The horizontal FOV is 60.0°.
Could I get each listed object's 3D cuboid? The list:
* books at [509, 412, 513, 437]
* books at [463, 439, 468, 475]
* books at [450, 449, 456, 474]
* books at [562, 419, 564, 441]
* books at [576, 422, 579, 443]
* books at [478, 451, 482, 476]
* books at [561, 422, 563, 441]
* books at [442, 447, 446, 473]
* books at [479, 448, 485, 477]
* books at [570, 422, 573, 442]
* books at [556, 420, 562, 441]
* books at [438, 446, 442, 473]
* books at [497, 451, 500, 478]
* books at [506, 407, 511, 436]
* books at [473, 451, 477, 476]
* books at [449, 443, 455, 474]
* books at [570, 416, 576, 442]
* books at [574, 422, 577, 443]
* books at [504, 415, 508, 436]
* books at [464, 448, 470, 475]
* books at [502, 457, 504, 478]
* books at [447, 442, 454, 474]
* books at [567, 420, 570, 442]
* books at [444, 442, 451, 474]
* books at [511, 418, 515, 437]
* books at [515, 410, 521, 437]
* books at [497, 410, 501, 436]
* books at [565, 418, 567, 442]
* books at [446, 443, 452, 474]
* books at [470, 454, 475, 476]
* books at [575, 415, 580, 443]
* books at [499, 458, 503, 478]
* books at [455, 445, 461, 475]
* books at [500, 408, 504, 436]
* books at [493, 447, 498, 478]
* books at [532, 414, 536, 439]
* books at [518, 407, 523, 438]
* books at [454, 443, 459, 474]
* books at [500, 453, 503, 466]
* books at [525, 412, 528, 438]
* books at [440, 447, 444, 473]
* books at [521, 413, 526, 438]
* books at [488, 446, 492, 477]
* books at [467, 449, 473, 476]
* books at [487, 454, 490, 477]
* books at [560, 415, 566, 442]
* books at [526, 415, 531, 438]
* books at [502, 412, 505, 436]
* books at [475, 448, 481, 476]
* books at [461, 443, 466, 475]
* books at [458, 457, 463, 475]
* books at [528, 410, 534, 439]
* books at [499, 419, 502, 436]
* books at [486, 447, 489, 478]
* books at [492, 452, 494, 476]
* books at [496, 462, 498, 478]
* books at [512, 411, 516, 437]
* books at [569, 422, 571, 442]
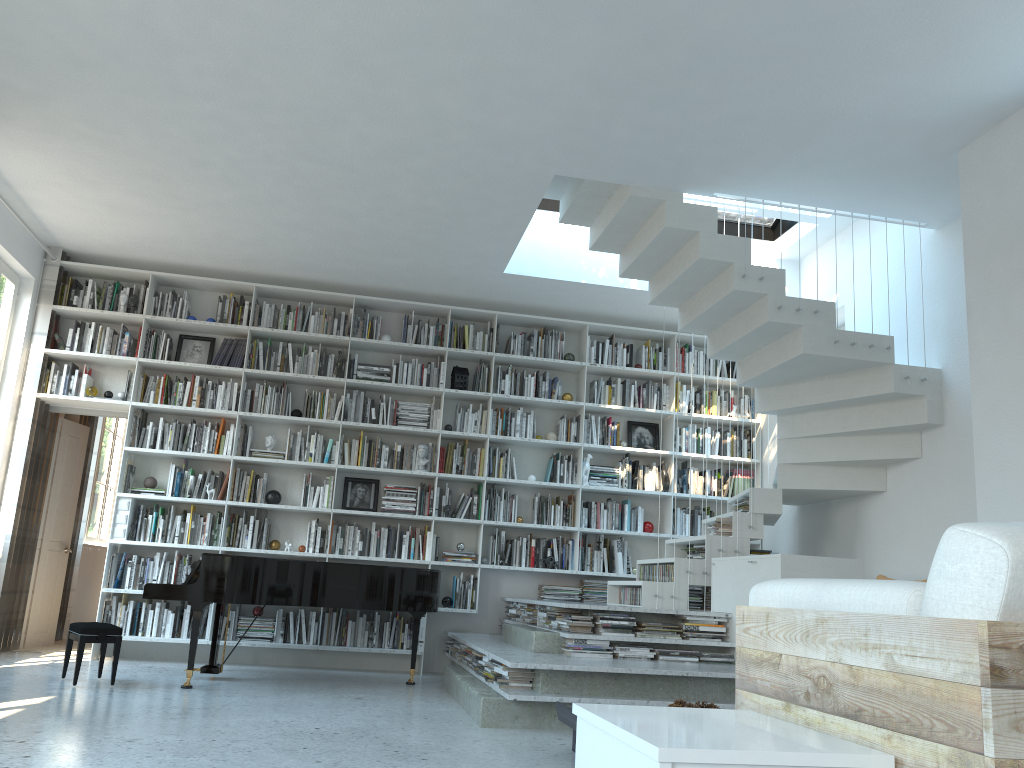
[{"bbox_3d":[-0.026,0.385,7.906,0.022,0.237,0.164,6,-13,-10],"label":"books"},{"bbox_3d":[-0.421,0.658,7.781,0.021,0.337,0.169,6,-13,-10],"label":"books"},{"bbox_3d":[-0.517,0.699,7.752,0.015,0.231,0.180,6,-13,-10],"label":"books"},{"bbox_3d":[0.440,0.439,8.001,0.012,0.231,0.154,6,-13,-10],"label":"books"},{"bbox_3d":[0.575,0.463,8.009,0.012,0.205,0.169,6,-13,-10],"label":"books"},{"bbox_3d":[-0.296,0.719,7.809,0.019,0.247,0.149,6,-13,-10],"label":"books"},{"bbox_3d":[0.431,0.452,7.999,0.005,0.204,0.154,6,-13,-10],"label":"books"},{"bbox_3d":[-0.607,0.688,7.762,0.013,0.246,0.177,6,-13,-10],"label":"books"},{"bbox_3d":[-0.275,0.710,7.812,0.033,0.268,0.142,6,-13,-10],"label":"books"},{"bbox_3d":[0.522,0.461,8.006,0.013,0.201,0.174,6,-13,-10],"label":"books"},{"bbox_3d":[0.420,0.444,8.002,0.015,0.220,0.140,6,-13,-10],"label":"books"},{"bbox_3d":[-0.636,0.679,7.748,0.015,0.254,0.151,6,-13,-10],"label":"books"},{"bbox_3d":[-0.130,0.729,7.829,0.013,0.255,0.145,6,-13,-10],"label":"books"},{"bbox_3d":[-0.042,0.361,7.902,0.014,0.279,0.178,6,-13,-10],"label":"books"},{"bbox_3d":[-0.336,0.716,7.791,0.028,0.239,0.145,6,-13,-10],"label":"books"},{"bbox_3d":[-0.536,0.670,7.764,0.035,0.292,0.145,6,-13,-10],"label":"books"},{"bbox_3d":[0.540,0.434,8.005,0.016,0.256,0.176,6,-13,-10],"label":"books"},{"bbox_3d":[0.552,0.460,8.001,0.013,0.204,0.174,6,-13,-10],"label":"books"},{"bbox_3d":[-0.067,0.395,7.910,0.026,0.215,0.161,6,-13,-10],"label":"books"},{"bbox_3d":[-0.407,0.702,7.778,0.033,0.252,0.175,6,-13,-10],"label":"books"},{"bbox_3d":[-0.093,0.755,7.826,0.014,0.208,0.157,6,-13,-10],"label":"books"},{"bbox_3d":[-0.546,0.665,7.747,0.035,0.292,0.145,6,-13,-10],"label":"books"},{"bbox_3d":[0.495,0.447,8.011,0.016,0.227,0.160,6,-13,-10],"label":"books"},{"bbox_3d":[-0.571,0.664,7.747,0.035,0.292,0.145,6,-13,-10],"label":"books"},{"bbox_3d":[-0.006,0.411,7.914,0.025,0.193,0.171,6,-13,-10],"label":"books"},{"bbox_3d":[0.037,0.377,7.910,0.030,0.262,0.182,6,-13,-10],"label":"books"},{"bbox_3d":[-0.131,0.370,7.892,0.014,0.247,0.177,6,-13,-10],"label":"books"},{"bbox_3d":[0.469,0.436,8.006,0.016,0.243,0.152,6,-13,-10],"label":"books"},{"bbox_3d":[-0.561,0.667,7.759,0.035,0.292,0.145,6,-13,-10],"label":"books"},{"bbox_3d":[-0.358,0.727,7.765,0.034,0.204,0.181,6,-13,-10],"label":"books"},{"bbox_3d":[0.587,0.427,8.012,0.005,0.277,0.183,6,-13,-10],"label":"books"},{"bbox_3d":[-0.111,0.755,7.795,0.017,0.191,0.192,6,-13,-10],"label":"books"},{"bbox_3d":[-0.483,0.685,7.782,0.035,0.277,0.139,6,-13,-10],"label":"books"},{"bbox_3d":[-0.100,0.362,7.929,0.014,0.283,0.135,6,-13,-10],"label":"books"},{"bbox_3d":[-0.151,0.709,7.799,0.013,0.278,0.192,6,-13,-10],"label":"books"},{"bbox_3d":[0.191,0.404,7.964,0.034,0.253,0.161,6,-13,-10],"label":"books"},{"bbox_3d":[0.061,0.370,7.943,0.027,0.294,0.160,6,-13,-10],"label":"books"},{"bbox_3d":[-0.498,0.670,7.758,0.019,0.293,0.164,6,-13,-10],"label":"books"},{"bbox_3d":[-0.103,0.738,7.828,0.008,0.242,0.169,6,-13,-10],"label":"books"},{"bbox_3d":[0.109,0.392,7.953,0.024,0.261,0.134,6,-13,-10],"label":"books"},{"bbox_3d":[-0.620,0.686,7.748,0.014,0.243,0.145,6,-13,-10],"label":"books"},{"bbox_3d":[0.088,0.394,7.928,0.025,0.244,0.184,6,-13,-10],"label":"books"},{"bbox_3d":[-0.197,0.704,7.808,0.035,0.287,0.192,6,-13,-10],"label":"books"},{"bbox_3d":[-0.380,0.704,7.757,0.027,0.241,0.189,6,-13,-10],"label":"books"},{"bbox_3d":[-0.222,0.737,7.806,0.015,0.219,0.155,6,-13,-10],"label":"books"},{"bbox_3d":[0.456,0.421,7.996,0.015,0.267,0.164,6,-13,-10],"label":"books"},{"bbox_3d":[0.133,0.406,7.940,0.021,0.232,0.183,6,-13,-10],"label":"books"},{"bbox_3d":[-0.085,0.382,7.907,0.013,0.235,0.158,6,-13,-10],"label":"books"},{"bbox_3d":[-0.311,0.705,7.793,0.032,0.266,0.143,6,-13,-10],"label":"books"},{"bbox_3d":[-0.432,0.674,7.756,0.019,0.292,0.182,6,-13,-10],"label":"books"},{"bbox_3d":[-0.462,0.735,7.778,0.030,0.180,0.132,6,-13,-10],"label":"books"},{"bbox_3d":[0.158,0.386,7.937,0.024,0.271,0.170,6,-13,-10],"label":"books"},{"bbox_3d":[-0.118,0.408,7.899,0.021,0.178,0.137,6,-13,-10],"label":"books"},{"bbox_3d":[-0.226,0.685,7.802,0.006,0.318,0.165,6,-13,-10],"label":"books"},{"bbox_3d":[-0.182,0.731,7.825,0.007,0.243,0.146,6,-13,-10],"label":"books"},{"bbox_3d":[-0.145,0.758,7.815,0.014,0.192,0.147,6,-13,-10],"label":"books"},{"bbox_3d":[0.012,0.383,7.930,0.011,0.256,0.131,6,-13,-10],"label":"books"},{"bbox_3d":[0.508,0.460,8.016,0.012,0.206,0.138,6,-13,-10],"label":"books"}]
